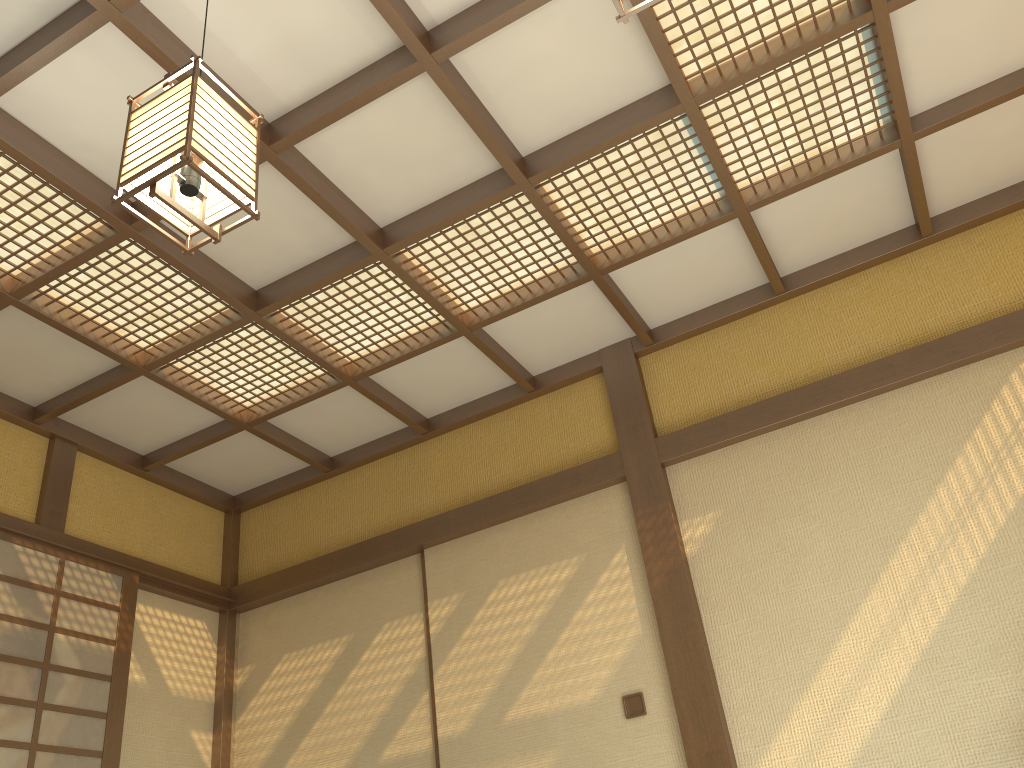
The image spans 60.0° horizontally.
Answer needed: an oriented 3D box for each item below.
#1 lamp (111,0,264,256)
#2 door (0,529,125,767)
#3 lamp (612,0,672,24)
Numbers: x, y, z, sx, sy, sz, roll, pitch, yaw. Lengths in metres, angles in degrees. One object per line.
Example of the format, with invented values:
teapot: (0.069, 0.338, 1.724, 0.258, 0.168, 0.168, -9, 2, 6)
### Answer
lamp: (-0.816, -0.850, 2.332, 0.240, 1.129, 0.240, -22, -34, 20)
door: (-2.273, 1.702, 3.736, 0.076, 2.265, 1.230, -22, -34, 20)
lamp: (0.198, -1.256, 1.927, 0.240, 1.129, 0.240, -22, -34, 20)
